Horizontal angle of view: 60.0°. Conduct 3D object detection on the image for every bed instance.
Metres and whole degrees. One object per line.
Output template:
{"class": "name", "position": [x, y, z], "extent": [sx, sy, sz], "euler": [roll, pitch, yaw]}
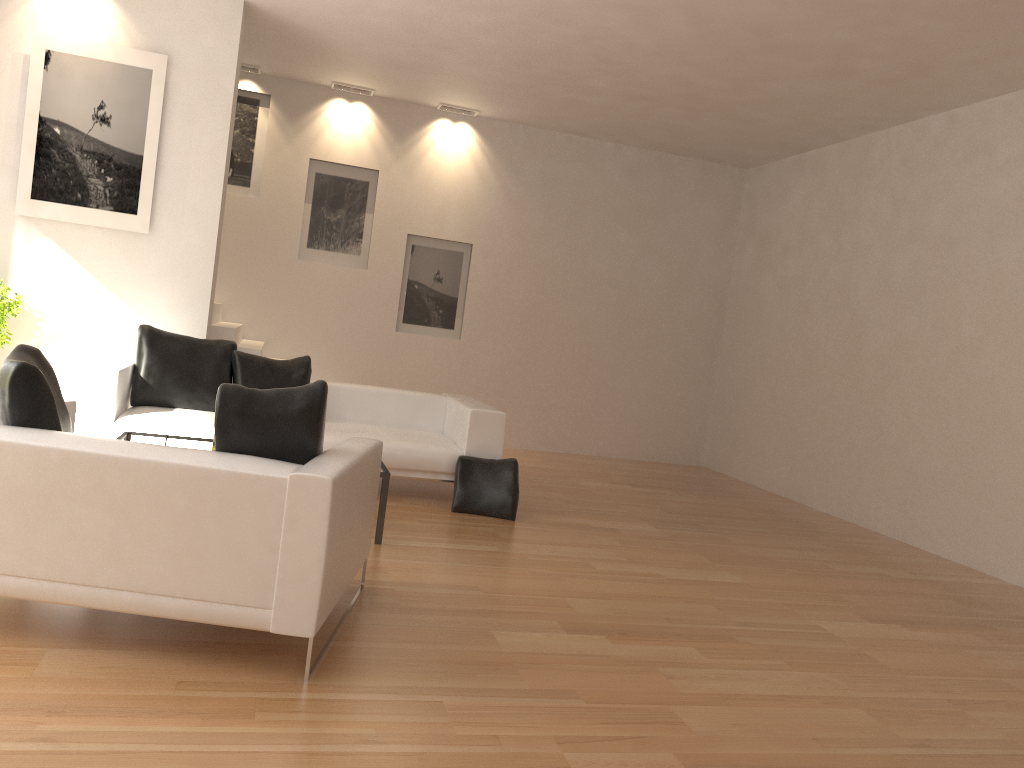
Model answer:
{"class": "bed", "position": [-1.686, 0.359, 6.910], "extent": [3.075, 0.761, 1.262], "euler": [7, 3, -15]}

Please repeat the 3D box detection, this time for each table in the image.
{"class": "table", "position": [-1.583, 0.638, 5.365], "extent": [1.566, 0.460, 0.709], "euler": [7, 3, -15]}

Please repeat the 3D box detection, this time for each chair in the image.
{"class": "chair", "position": [-1.489, 0.555, 3.751], "extent": [1.671, 0.761, 1.262], "euler": [8, 3, 0]}

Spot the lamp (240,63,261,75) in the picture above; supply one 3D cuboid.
{"class": "lamp", "position": [-2.860, -3.408, 9.310], "extent": [0.446, 0.166, 0.243], "euler": [7, 3, -15]}

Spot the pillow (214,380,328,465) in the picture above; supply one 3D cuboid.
{"class": "pillow", "position": [-0.974, 0.291, 3.592], "extent": [0.506, 0.666, 0.324], "euler": [6, 3, -25]}

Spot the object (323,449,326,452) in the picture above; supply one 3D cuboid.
{"class": "object", "position": [-1.187, 0.426, 5.603], "extent": [0.052, 0.021, 0.052], "euler": [5, 4, -38]}

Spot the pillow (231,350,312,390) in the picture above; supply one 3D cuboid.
{"class": "pillow", "position": [-1.895, 0.010, 6.997], "extent": [0.628, 0.524, 0.270], "euler": [6, 4, -32]}

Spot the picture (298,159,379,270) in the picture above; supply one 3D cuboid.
{"class": "picture", "position": [-1.937, -1.885, 9.892], "extent": [0.802, 1.155, 0.005], "euler": [7, 3, -15]}

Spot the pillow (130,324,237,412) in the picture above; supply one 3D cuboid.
{"class": "pillow", "position": [-2.509, -0.085, 6.805], "extent": [0.755, 0.666, 0.346], "euler": [6, 4, -29]}

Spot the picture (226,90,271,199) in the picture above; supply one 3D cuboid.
{"class": "picture", "position": [-3.053, -2.616, 9.534], "extent": [0.802, 1.155, 0.005], "euler": [7, 3, -15]}

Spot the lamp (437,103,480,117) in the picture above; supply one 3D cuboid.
{"class": "lamp", "position": [-0.594, -3.142, 9.928], "extent": [0.446, 0.166, 0.243], "euler": [7, 3, -15]}

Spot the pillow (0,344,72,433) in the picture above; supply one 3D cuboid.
{"class": "pillow", "position": [-1.979, 0.147, 3.676], "extent": [0.291, 0.598, 0.660], "euler": [6, 3, -26]}

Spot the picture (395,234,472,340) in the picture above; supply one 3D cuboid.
{"class": "picture", "position": [-0.904, -1.110, 10.232], "extent": [0.802, 1.155, 0.005], "euler": [7, 3, -15]}

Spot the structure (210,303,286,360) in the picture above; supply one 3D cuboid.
{"class": "structure", "position": [-3.695, -0.325, 8.549], "extent": [4.625, 1.403, 1.839], "euler": [7, 3, -15]}

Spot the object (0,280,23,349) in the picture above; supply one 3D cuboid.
{"class": "object", "position": [-4.040, -0.220, 6.637], "extent": [0.570, 1.324, 0.631], "euler": [7, 3, -1]}

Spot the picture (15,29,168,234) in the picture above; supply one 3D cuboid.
{"class": "picture", "position": [-3.322, -1.981, 7.020], "extent": [0.979, 1.431, 0.004], "euler": [7, 3, -15]}

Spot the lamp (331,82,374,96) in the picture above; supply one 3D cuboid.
{"class": "lamp", "position": [-1.719, -3.274, 9.621], "extent": [0.446, 0.166, 0.243], "euler": [7, 3, -15]}

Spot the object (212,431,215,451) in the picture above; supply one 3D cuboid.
{"class": "object", "position": [-1.709, 0.272, 5.194], "extent": [0.068, 0.257, 0.067], "euler": [8, 3, 3]}

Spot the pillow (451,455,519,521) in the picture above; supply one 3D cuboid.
{"class": "pillow", "position": [-0.187, 0.762, 6.566], "extent": [0.503, 0.457, 0.340], "euler": [8, 3, 3]}
